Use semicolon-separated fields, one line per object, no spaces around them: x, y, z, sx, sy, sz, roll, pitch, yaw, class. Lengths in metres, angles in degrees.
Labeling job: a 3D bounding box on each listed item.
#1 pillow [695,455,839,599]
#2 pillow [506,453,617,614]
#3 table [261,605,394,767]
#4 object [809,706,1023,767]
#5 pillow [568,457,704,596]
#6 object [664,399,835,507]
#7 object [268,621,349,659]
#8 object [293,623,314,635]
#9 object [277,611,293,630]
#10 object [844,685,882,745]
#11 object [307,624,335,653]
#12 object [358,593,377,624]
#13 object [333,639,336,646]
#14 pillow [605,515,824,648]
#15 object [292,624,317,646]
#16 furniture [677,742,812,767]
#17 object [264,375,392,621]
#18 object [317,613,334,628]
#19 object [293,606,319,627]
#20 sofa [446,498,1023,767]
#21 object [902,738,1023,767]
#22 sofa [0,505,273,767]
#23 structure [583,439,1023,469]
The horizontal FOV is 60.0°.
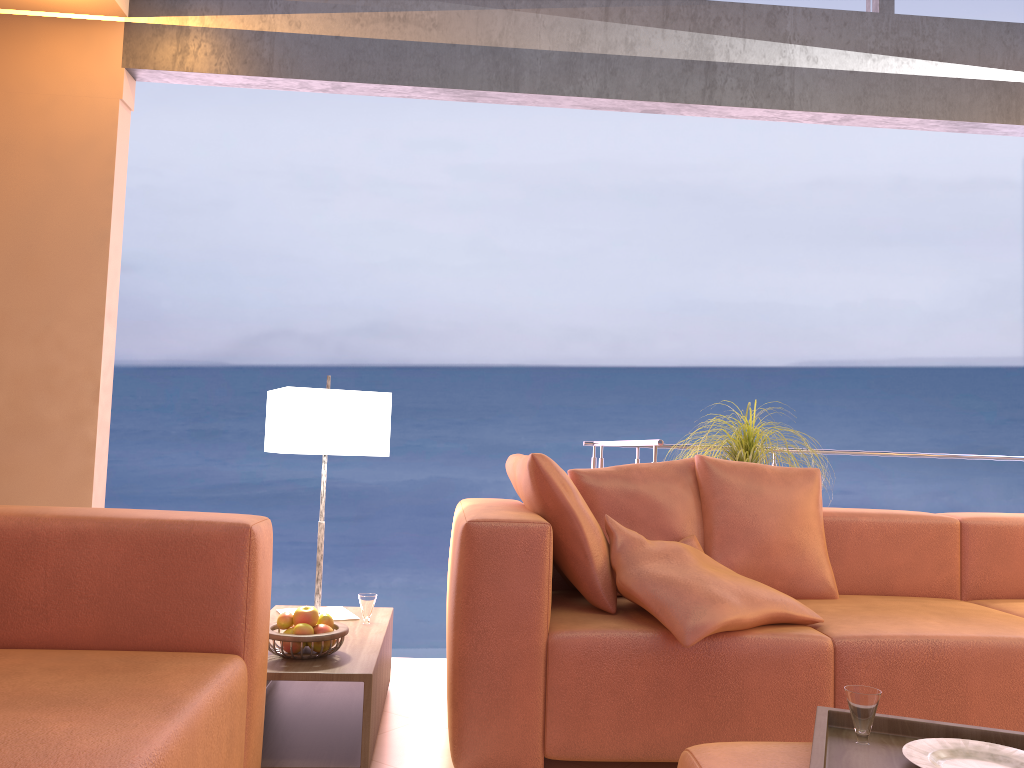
0.834;0.477;2.946;0.470;0.468;0.211;3;-4;-9;pillow
0.161;0.441;2.712;0.314;0.455;0.519;3;-4;-8;pillow
-0.593;0.884;2.653;0.412;0.268;0.918;2;-4;-4;table
0.689;0.602;1.378;0.421;0.034;0.436;0;-4;21;object
0.443;0.460;2.921;0.492;0.446;0.255;4;-4;-21;pillow
0.999;0.614;3.846;0.703;1.088;0.729;5;-5;-35;object
-0.564;0.697;2.407;0.235;0.071;0.235;3;-4;-12;object
-0.552;0.656;2.344;0.055;0.047;0.045;4;-5;-27;object
-0.610;0.638;2.391;0.047;0.046;0.054;3;-4;-18;object
0.610;0.579;1.543;0.061;0.091;0.061;3;-4;-20;object
-0.514;0.684;2.384;0.074;0.076;0.072;2;-4;6;object
-0.465;0.721;2.842;0.061;0.091;0.061;-1;-5;36;object
-0.510;0.703;2.442;0.046;0.046;0.055;4;-5;-26;object
0.514;0.533;2.531;0.517;0.292;0.514;5;-5;-35;pillow
-0.569;0.686;2.435;0.077;0.065;0.076;1;-4;7;object
0.937;0.772;1.314;1.291;0.301;0.685;2;-4;1;furniture
-0.635;0.370;2.979;0.344;0.799;0.344;4;-5;-26;object
-0.512;0.655;2.434;0.045;0.053;0.051;1;-4;19;object
-0.557;0.632;2.393;0.069;0.061;0.068;6;-6;-43;object
1.188;0.753;2.800;2.781;0.672;0.943;2;-4;-4;sofa
0.750;0.609;1.406;0.240;0.018;0.240;6;-5;-40;object
-0.947;0.531;0.772;0.943;0.672;2.781;2;-4;-4;sofa
2.566;0.639;4.664;4.176;0.541;1.663;2;-4;-4;structure
